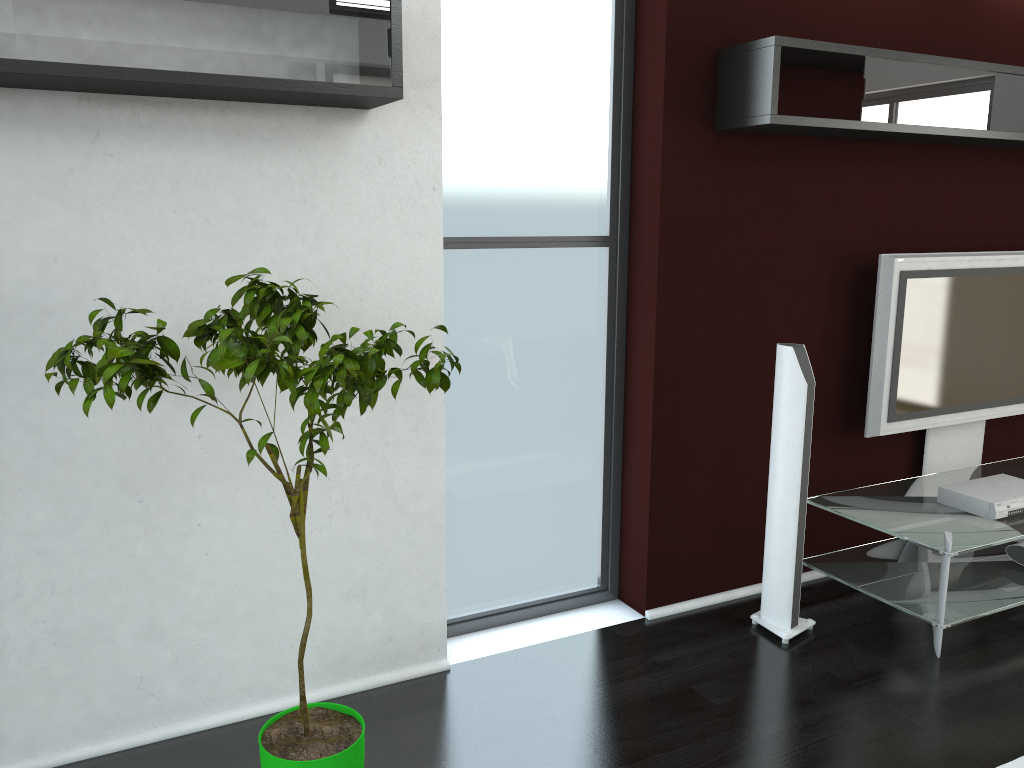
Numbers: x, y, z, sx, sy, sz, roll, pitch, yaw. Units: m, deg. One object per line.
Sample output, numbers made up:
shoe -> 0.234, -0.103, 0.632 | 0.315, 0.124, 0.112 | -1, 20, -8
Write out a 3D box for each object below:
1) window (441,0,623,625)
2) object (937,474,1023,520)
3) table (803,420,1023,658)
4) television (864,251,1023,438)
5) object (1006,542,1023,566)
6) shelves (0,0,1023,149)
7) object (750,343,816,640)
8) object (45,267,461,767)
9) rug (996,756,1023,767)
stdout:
window -> 0.066, -1.234, 3.286 | 0.800, 4.400, 0.025 | -5, 12, -27
object -> 2.112, 0.486, 3.843 | 0.439, 0.073, 0.273 | -5, 12, -27
table -> 2.356, 0.364, 4.063 | 2.046, 1.093, 0.771 | -5, 12, -27
television -> 2.213, -0.217, 4.185 | 1.436, 0.807, 0.099 | -5, 12, -27
object -> 2.438, 0.732, 3.968 | 0.470, 0.090, 0.182 | -5, 12, -27
shelves -> 0.949, -1.118, 3.339 | 6.988, 0.301, 0.305 | -5, 12, -27
object -> 1.091, 0.413, 3.512 | 0.228, 1.141, 0.215 | -9, 14, -41
object -> -0.634, 0.454, 2.387 | 0.994, 1.515, 0.646 | -7, 13, -35
rug -> 3.189, 1.211, 2.539 | 3.695, 0.009, 1.875 | -5, 12, -27
